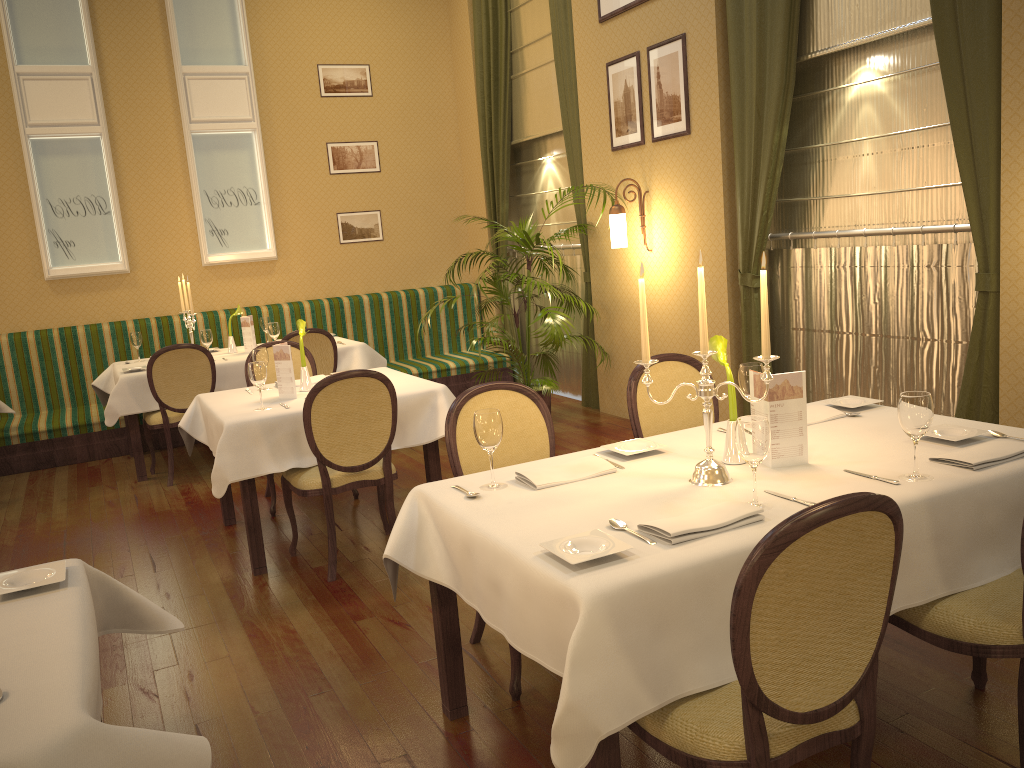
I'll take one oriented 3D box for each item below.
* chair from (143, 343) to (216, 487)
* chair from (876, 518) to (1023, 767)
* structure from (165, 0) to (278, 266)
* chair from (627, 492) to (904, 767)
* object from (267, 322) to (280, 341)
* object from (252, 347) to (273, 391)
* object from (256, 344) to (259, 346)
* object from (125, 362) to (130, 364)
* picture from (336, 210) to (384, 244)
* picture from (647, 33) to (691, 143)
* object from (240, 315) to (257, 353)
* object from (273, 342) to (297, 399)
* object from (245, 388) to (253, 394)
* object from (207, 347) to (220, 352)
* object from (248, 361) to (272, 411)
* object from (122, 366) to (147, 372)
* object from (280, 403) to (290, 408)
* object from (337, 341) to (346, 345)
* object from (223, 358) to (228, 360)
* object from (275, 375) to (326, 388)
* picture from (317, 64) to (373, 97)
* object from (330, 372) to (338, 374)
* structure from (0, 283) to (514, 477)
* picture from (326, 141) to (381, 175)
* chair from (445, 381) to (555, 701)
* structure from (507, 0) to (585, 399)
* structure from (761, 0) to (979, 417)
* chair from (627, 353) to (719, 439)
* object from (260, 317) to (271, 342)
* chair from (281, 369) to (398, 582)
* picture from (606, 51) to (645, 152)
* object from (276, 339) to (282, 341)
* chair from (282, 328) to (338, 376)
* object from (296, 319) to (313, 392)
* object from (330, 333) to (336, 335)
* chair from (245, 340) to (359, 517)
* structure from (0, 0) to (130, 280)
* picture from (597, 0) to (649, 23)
[{"bbox_3d":[-2.296,0.174,6.190,0.530,0.955,0.571,-9,11,-25],"label":"chair"},{"bbox_3d":[1.278,0.526,2.315,0.530,0.955,0.571,-9,11,-25],"label":"chair"},{"bbox_3d":[-2.611,-2.573,7.863,0.670,2.985,0.200,-9,11,-25],"label":"structure"},{"bbox_3d":[0.524,0.651,1.960,0.530,0.955,0.571,-9,11,-25],"label":"chair"},{"bbox_3d":[-1.762,-0.342,6.591,0.088,0.229,0.088,-1,10,22],"label":"object"},{"bbox_3d":[-1.372,-0.082,4.868,0.088,0.229,0.088,-1,10,22],"label":"object"},{"bbox_3d":[-2.067,-0.310,7.215,0.017,0.010,0.185,-9,11,-24],"label":"object"},{"bbox_3d":[-2.956,-0.168,6.815,0.038,0.015,0.181,-9,11,-24],"label":"object"},{"bbox_3d":[-1.462,-1.513,8.545,0.437,0.294,0.008,-9,11,-25],"label":"picture"},{"bbox_3d":[1.017,-1.920,5.792,0.022,0.619,0.412,-9,11,-25],"label":"picture"},{"bbox_3d":[-2.033,-0.382,6.831,0.081,0.277,0.166,-6,10,-9],"label":"object"},{"bbox_3d":[-1.165,-0.065,4.533,0.081,0.277,0.166,-8,10,-19],"label":"object"},{"bbox_3d":[-1.434,0.039,4.844,0.017,0.010,0.185,-9,11,-24],"label":"object"},{"bbox_3d":[-2.426,-0.265,7.094,0.160,0.024,0.160,-9,11,-25],"label":"object"},{"bbox_3d":[-1.209,0.010,4.246,0.088,0.229,0.088,-1,10,22],"label":"object"},{"bbox_3d":[-2.654,-0.100,6.240,0.160,0.024,0.160,-9,11,-25],"label":"object"},{"bbox_3d":[-1.108,0.102,4.310,0.017,0.010,0.185,-9,11,-25],"label":"object"},{"bbox_3d":[-1.322,-0.317,6.865,0.038,0.015,0.181,-9,11,-24],"label":"object"},{"bbox_3d":[-2.109,-0.186,6.508,0.017,0.010,0.185,-9,11,-25],"label":"object"},{"bbox_3d":[-1.175,-0.012,4.961,0.273,0.033,0.142,-9,11,-25],"label":"object"},{"bbox_3d":[-1.564,-2.848,8.324,0.504,0.294,0.008,-9,11,-25],"label":"picture"},{"bbox_3d":[-0.947,-0.053,5.102,0.160,0.024,0.160,-9,11,-25],"label":"object"},{"bbox_3d":[-6.690,0.587,5.790,14.516,1.031,0.850,-9,11,-25],"label":"structure"},{"bbox_3d":[-1.505,-2.155,8.441,0.504,0.294,0.008,-9,11,-25],"label":"picture"},{"bbox_3d":[0.087,0.492,3.118,0.530,0.955,0.571,-9,11,-25],"label":"chair"},{"bbox_3d":[0.269,-2.122,7.734,0.123,4.511,1.942,-9,11,-25],"label":"structure"},{"bbox_3d":[1.802,-1.723,4.611,0.134,4.511,1.900,-9,11,-25],"label":"structure"},{"bbox_3d":[0.778,0.377,3.444,0.530,0.955,0.571,-9,11,-25],"label":"chair"},{"bbox_3d":[-2.005,-0.431,7.239,0.088,0.229,0.088,-1,10,22],"label":"object"},{"bbox_3d":[-0.801,0.380,4.225,0.530,0.955,0.571,-9,11,-25],"label":"chair"},{"bbox_3d":[0.794,-1.978,6.245,0.022,0.619,0.412,-9,11,-25],"label":"picture"},{"bbox_3d":[-1.808,-0.362,7.332,0.273,0.033,0.142,-9,11,-25],"label":"object"},{"bbox_3d":[-1.528,0.052,6.516,0.530,0.955,0.571,-9,11,-25],"label":"chair"},{"bbox_3d":[-1.112,-0.156,4.733,0.076,0.375,0.163,-6,10,-3],"label":"object"},{"bbox_3d":[-1.580,-0.403,7.473,0.160,0.024,0.160,-9,11,-25],"label":"object"},{"bbox_3d":[-1.301,0.231,5.353,0.530,0.955,0.571,-9,11,-25],"label":"chair"},{"bbox_3d":[-3.746,-2.384,7.328,0.661,2.985,0.200,-9,11,-25],"label":"structure"},{"bbox_3d":[0.794,-3.056,5.856,0.027,1.057,0.966,-9,11,-25],"label":"picture"}]
